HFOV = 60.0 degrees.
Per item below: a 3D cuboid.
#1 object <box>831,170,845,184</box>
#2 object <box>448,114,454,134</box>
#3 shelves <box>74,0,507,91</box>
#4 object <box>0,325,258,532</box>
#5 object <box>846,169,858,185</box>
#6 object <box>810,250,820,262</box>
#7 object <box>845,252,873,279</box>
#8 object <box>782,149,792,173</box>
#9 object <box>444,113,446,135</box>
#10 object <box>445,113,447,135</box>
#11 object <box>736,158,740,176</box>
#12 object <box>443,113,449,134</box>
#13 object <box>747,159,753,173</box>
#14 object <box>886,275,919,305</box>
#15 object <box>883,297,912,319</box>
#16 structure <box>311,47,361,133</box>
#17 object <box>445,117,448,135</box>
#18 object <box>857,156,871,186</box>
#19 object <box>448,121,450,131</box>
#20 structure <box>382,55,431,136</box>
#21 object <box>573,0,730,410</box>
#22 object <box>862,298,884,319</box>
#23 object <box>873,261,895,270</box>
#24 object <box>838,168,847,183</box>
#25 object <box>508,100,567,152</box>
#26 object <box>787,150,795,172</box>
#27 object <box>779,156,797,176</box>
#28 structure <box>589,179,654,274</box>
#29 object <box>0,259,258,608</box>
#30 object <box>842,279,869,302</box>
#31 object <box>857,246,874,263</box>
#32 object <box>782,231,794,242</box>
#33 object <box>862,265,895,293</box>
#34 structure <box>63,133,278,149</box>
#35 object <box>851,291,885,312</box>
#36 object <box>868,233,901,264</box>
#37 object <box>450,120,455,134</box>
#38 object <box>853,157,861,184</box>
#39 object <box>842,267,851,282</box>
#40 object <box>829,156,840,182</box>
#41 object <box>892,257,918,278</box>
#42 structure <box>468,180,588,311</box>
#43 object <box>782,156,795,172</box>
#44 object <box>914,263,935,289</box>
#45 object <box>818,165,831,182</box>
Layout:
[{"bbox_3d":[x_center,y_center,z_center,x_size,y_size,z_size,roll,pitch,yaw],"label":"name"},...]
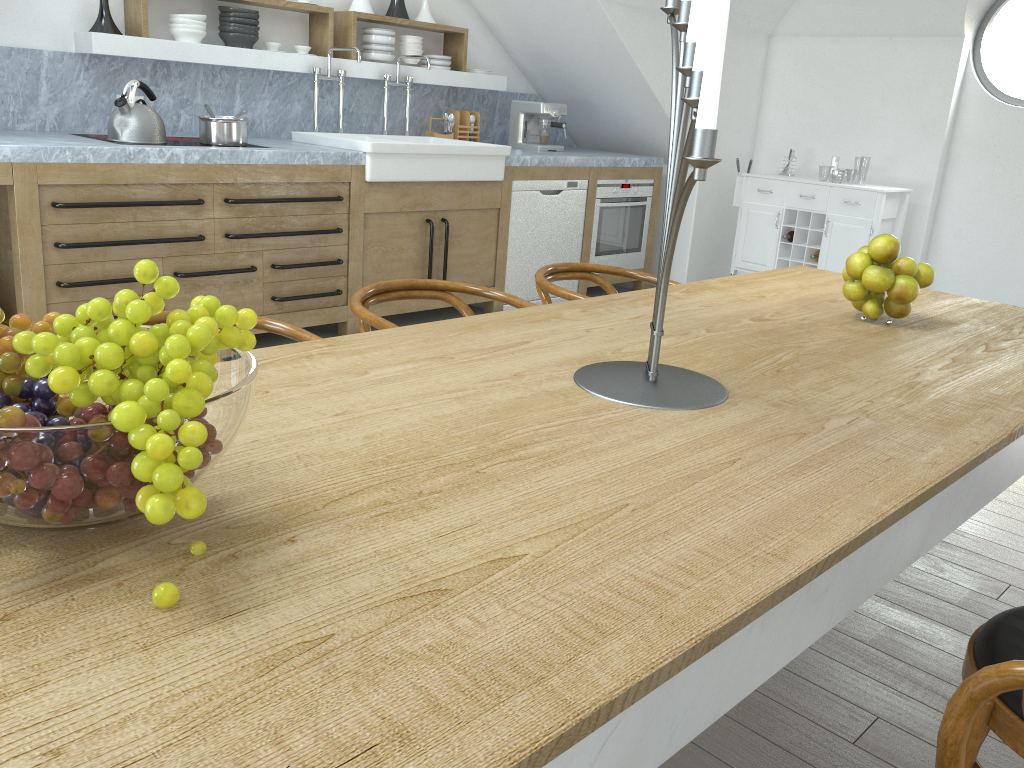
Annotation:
[{"bbox_3d":[2.153,-1.371,5.866,0.077,0.084,0.077,14,19,30],"label":"object"},{"bbox_3d":[-0.400,-1.661,5.768,0.040,0.191,0.042,2,16,-10],"label":"object"},{"bbox_3d":[-1.906,-2.170,3.887,0.482,1.351,5.572,16,21,36],"label":"shelves"},{"bbox_3d":[-0.452,0.058,0.926,0.361,0.158,0.362,12,19,23],"label":"object"},{"bbox_3d":[2.232,-1.363,5.839,0.071,0.098,0.072,-3,18,-22],"label":"object"},{"bbox_3d":[2.105,-0.870,6.015,0.082,0.082,0.318,19,23,41],"label":"object"},{"bbox_3d":[0.843,-0.286,2.151,0.066,0.070,0.073,8,17,12],"label":"object"},{"bbox_3d":[1.963,-1.584,6.307,0.039,0.173,0.054,19,22,41],"label":"object"},{"bbox_3d":[-0.436,-1.663,5.775,0.019,0.194,0.022,14,19,30],"label":"object"},{"bbox_3d":[-0.434,-1.666,5.785,0.018,0.195,0.020,-7,20,-35],"label":"object"},{"bbox_3d":[1.624,-1.470,6.315,0.088,0.266,0.029,9,17,16],"label":"object"},{"bbox_3d":[-0.434,-1.674,5.800,0.040,0.191,0.042,2,16,-9],"label":"object"},{"bbox_3d":[1.663,-1.456,6.278,0.029,0.266,0.089,-1,17,-19],"label":"object"},{"bbox_3d":[0.923,-0.223,2.092,0.071,0.071,0.071,7,17,8],"label":"object"},{"bbox_3d":[0.939,-0.190,2.157,0.064,0.063,0.064,-7,20,-34],"label":"object"},{"bbox_3d":[-0.938,-1.610,4.976,0.333,0.525,0.215,12,18,23],"label":"structure"},{"bbox_3d":[-0.427,-1.648,5.761,0.019,0.177,0.044,7,16,8],"label":"object"},{"bbox_3d":[2.305,-1.395,5.814,0.063,0.185,0.063,13,18,27],"label":"object"},{"bbox_3d":[-0.414,-1.663,5.781,0.023,0.194,0.018,17,20,37],"label":"object"},{"bbox_3d":[-0.595,-1.691,5.317,0.333,0.525,0.215,12,18,23],"label":"structure"},{"bbox_3d":[0.293,-0.432,1.477,0.266,0.868,0.780,9,17,17],"label":"object"},{"bbox_3d":[0.871,-0.182,2.139,0.051,0.050,0.050,-11,22,-41],"label":"object"},{"bbox_3d":[0.913,-0.288,2.175,0.053,0.050,0.053,9,17,14],"label":"object"},{"bbox_3d":[2.221,-1.389,5.927,0.095,0.093,0.094,14,19,30],"label":"object"},{"bbox_3d":[0.228,-1.746,6.026,0.388,0.318,0.325,20,23,41],"label":"object"},{"bbox_3d":[1.975,-1.572,6.276,0.024,0.163,0.039,-6,19,-32],"label":"object"},{"bbox_3d":[1.964,-1.547,6.307,0.102,0.136,0.067,19,22,41],"label":"object"},{"bbox_3d":[0.550,-1.164,6.295,0.634,0.631,0.634,20,22,41],"label":"structure"},{"bbox_3d":[-0.439,0.007,0.882,0.394,0.282,0.294,7,17,7],"label":"object"},{"bbox_3d":[0.830,-0.227,2.144,0.060,0.055,0.060,17,21,36],"label":"object"},{"bbox_3d":[0.893,-0.319,2.216,0.062,0.059,0.062,-12,23,-43],"label":"object"},{"bbox_3d":[1.945,-1.014,6.093,0.318,0.084,0.082,-13,24,-43],"label":"object"},{"bbox_3d":[0.862,-0.247,2.089,0.071,0.063,0.072,17,21,35],"label":"object"},{"bbox_3d":[-1.599,-1.121,4.163,0.650,0.041,0.739,20,23,41],"label":"structure"},{"bbox_3d":[0.883,-0.215,2.200,0.080,0.073,0.079,4,17,-2],"label":"object"},{"bbox_3d":[0.895,-0.324,2.130,0.073,0.074,0.073,20,22,41],"label":"object"},{"bbox_3d":[-0.397,-1.653,5.785,0.044,0.177,0.020,13,18,27],"label":"object"},{"bbox_3d":[2.287,-1.412,5.873,0.054,0.177,0.054,10,17,20],"label":"object"},{"bbox_3d":[0.859,-0.274,2.213,0.062,0.059,0.062,-10,22,-40],"label":"object"},{"bbox_3d":[2.148,-1.431,5.918,0.048,0.168,0.048,14,19,30],"label":"object"},{"bbox_3d":[0.935,-0.274,2.111,0.053,0.057,0.058,-6,19,-31],"label":"object"},{"bbox_3d":[0.010,-0.949,5.796,0.601,0.816,0.726,19,22,41],"label":"structure"},{"bbox_3d":[1.971,-1.567,6.306,0.029,0.136,0.097,-10,22,-41],"label":"object"},{"bbox_3d":[0.986,-0.261,2.137,0.063,0.063,0.063,6,17,6],"label":"object"},{"bbox_3d":[2.073,-1.395,5.890,0.082,0.104,0.082,-6,20,-32],"label":"object"}]
